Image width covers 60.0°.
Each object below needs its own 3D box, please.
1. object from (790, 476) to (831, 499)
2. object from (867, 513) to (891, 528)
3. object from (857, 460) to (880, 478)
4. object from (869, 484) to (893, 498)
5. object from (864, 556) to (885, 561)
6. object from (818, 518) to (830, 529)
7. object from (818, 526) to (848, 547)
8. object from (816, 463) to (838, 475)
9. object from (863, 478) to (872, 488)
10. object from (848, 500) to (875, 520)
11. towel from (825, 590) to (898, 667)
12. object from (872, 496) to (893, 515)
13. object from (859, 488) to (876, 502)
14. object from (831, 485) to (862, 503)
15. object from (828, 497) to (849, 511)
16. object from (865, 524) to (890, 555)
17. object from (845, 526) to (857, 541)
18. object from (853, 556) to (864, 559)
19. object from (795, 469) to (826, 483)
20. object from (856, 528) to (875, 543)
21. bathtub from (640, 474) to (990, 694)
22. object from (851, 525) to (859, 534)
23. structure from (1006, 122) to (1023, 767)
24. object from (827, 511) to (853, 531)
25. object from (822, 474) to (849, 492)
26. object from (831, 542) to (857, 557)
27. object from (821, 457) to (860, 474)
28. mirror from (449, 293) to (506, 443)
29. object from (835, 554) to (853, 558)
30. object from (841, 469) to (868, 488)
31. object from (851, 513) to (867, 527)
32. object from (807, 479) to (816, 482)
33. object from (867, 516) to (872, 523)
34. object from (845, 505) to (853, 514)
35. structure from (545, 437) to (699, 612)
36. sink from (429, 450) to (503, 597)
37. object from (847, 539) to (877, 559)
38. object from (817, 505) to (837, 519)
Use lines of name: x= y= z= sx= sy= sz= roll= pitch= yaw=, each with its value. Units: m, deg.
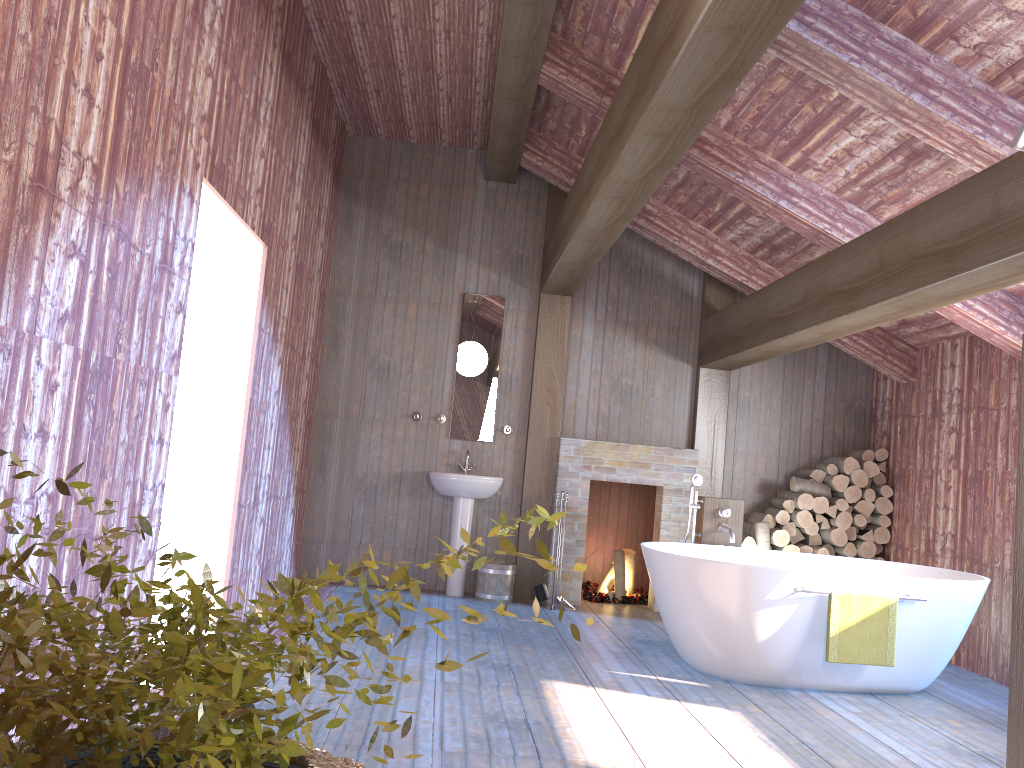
object: x=2.352 y=0.819 z=6.994 sx=0.302 sy=0.157 sz=0.121 roll=5 pitch=-5 yaw=-3
object: x=2.886 y=1.082 z=7.114 sx=0.102 sy=0.109 sz=0.438 roll=5 pitch=-5 yaw=-3
object: x=2.800 y=0.688 z=7.161 sx=0.133 sy=0.142 sz=0.456 roll=5 pitch=-5 yaw=-3
object: x=2.911 y=0.853 z=7.135 sx=0.102 sy=0.109 sz=0.438 roll=5 pitch=-5 yaw=-3
object: x=2.831 y=1.432 z=7.102 sx=0.139 sy=0.137 sz=0.455 roll=6 pitch=-5 yaw=-5
object: x=2.452 y=1.105 z=7.084 sx=0.085 sy=0.096 sz=0.280 roll=5 pitch=-5 yaw=-3
object: x=2.507 y=1.202 z=7.076 sx=0.141 sy=0.143 sz=0.437 roll=6 pitch=-5 yaw=-5
object: x=2.524 y=0.683 z=7.110 sx=0.094 sy=0.097 sz=0.227 roll=5 pitch=-5 yaw=-3
object: x=2.798 y=0.811 z=7.232 sx=0.132 sy=0.119 sz=0.319 roll=5 pitch=-5 yaw=-2
object: x=2.731 y=0.999 z=7.139 sx=0.172 sy=0.151 sz=0.482 roll=5 pitch=-5 yaw=-3
towel: x=1.791 y=1.251 z=4.539 sx=0.370 sy=0.361 sz=0.032 roll=6 pitch=-5 yaw=-7
object: x=2.888 y=0.964 z=7.128 sx=0.147 sy=0.152 sz=0.439 roll=5 pitch=-5 yaw=-3
object: x=2.776 y=0.883 z=7.121 sx=0.089 sy=0.106 sz=0.437 roll=5 pitch=-5 yaw=-3
object: x=2.636 y=0.883 z=7.113 sx=0.143 sy=0.151 sz=0.440 roll=5 pitch=-5 yaw=-3
object: x=2.551 y=0.952 z=7.096 sx=0.102 sy=0.109 sz=0.438 roll=5 pitch=-5 yaw=-3
object: x=2.860 y=1.247 z=7.108 sx=0.137 sy=0.256 sz=0.439 roll=5 pitch=-5 yaw=-3
object: x=2.627 y=1.175 z=7.073 sx=0.111 sy=0.118 sz=0.302 roll=6 pitch=-5 yaw=-4
object: x=2.711 y=1.428 z=7.173 sx=0.118 sy=0.106 sz=0.319 roll=6 pitch=-5 yaw=-6
object: x=2.424 y=0.754 z=7.204 sx=0.140 sy=0.121 sz=0.319 roll=5 pitch=-5 yaw=-2
object: x=2.751 y=1.189 z=7.095 sx=0.115 sy=0.112 sz=0.423 roll=5 pitch=-5 yaw=-3
bathtub: x=1.715 y=1.131 z=5.119 sx=1.935 sy=1.109 sz=1.460 roll=3 pitch=-5 yaw=18
object: x=2.698 y=1.156 z=7.081 sx=0.065 sy=0.069 sz=0.177 roll=6 pitch=-5 yaw=-4
structure: x=1.352 y=0.275 z=2.065 sx=0.328 sy=2.209 sz=0.522 roll=4 pitch=-5 yaw=17
object: x=2.561 y=1.082 z=7.090 sx=0.136 sy=0.157 sz=0.439 roll=5 pitch=-5 yaw=-3
object: x=2.545 y=0.786 z=7.132 sx=0.139 sy=0.148 sz=0.458 roll=5 pitch=-5 yaw=-3
object: x=2.616 y=1.301 z=7.051 sx=0.114 sy=0.113 sz=0.301 roll=6 pitch=-5 yaw=-6
object: x=2.643 y=0.657 z=7.150 sx=0.135 sy=0.139 sz=0.456 roll=5 pitch=-5 yaw=-3
mirror: x=-0.279 y=-0.135 z=7.228 sx=0.350 sy=1.199 sz=0.009 roll=6 pitch=-5 yaw=-4
object: x=2.609 y=1.408 z=7.037 sx=0.116 sy=0.117 sz=0.289 roll=6 pitch=-5 yaw=-6
object: x=2.688 y=0.751 z=7.128 sx=0.141 sy=0.143 sz=0.437 roll=6 pitch=-5 yaw=-5
object: x=2.691 y=1.073 z=7.099 sx=0.102 sy=0.109 sz=0.438 roll=5 pitch=-5 yaw=-3
object: x=2.364 y=0.833 z=7.192 sx=0.113 sy=0.130 sz=0.291 roll=5 pitch=-5 yaw=-3
object: x=2.821 y=1.081 z=7.154 sx=0.088 sy=0.092 sz=0.280 roll=5 pitch=-5 yaw=-3
object: x=2.622 y=1.005 z=7.079 sx=0.095 sy=0.090 sz=0.278 roll=5 pitch=-5 yaw=-2
structure: x=0.877 y=1.140 z=7.137 sx=1.130 sy=1.330 sz=0.226 roll=6 pitch=-5 yaw=-4
sink: x=-0.390 y=1.082 z=6.908 sx=0.582 sy=1.143 sz=0.475 roll=6 pitch=-5 yaw=-4
object: x=2.739 y=1.306 z=7.092 sx=0.137 sy=0.133 sz=0.437 roll=6 pitch=-5 yaw=-5
object: x=2.456 y=1.014 z=7.084 sx=0.109 sy=0.124 sz=0.424 roll=6 pitch=-5 yaw=-4
